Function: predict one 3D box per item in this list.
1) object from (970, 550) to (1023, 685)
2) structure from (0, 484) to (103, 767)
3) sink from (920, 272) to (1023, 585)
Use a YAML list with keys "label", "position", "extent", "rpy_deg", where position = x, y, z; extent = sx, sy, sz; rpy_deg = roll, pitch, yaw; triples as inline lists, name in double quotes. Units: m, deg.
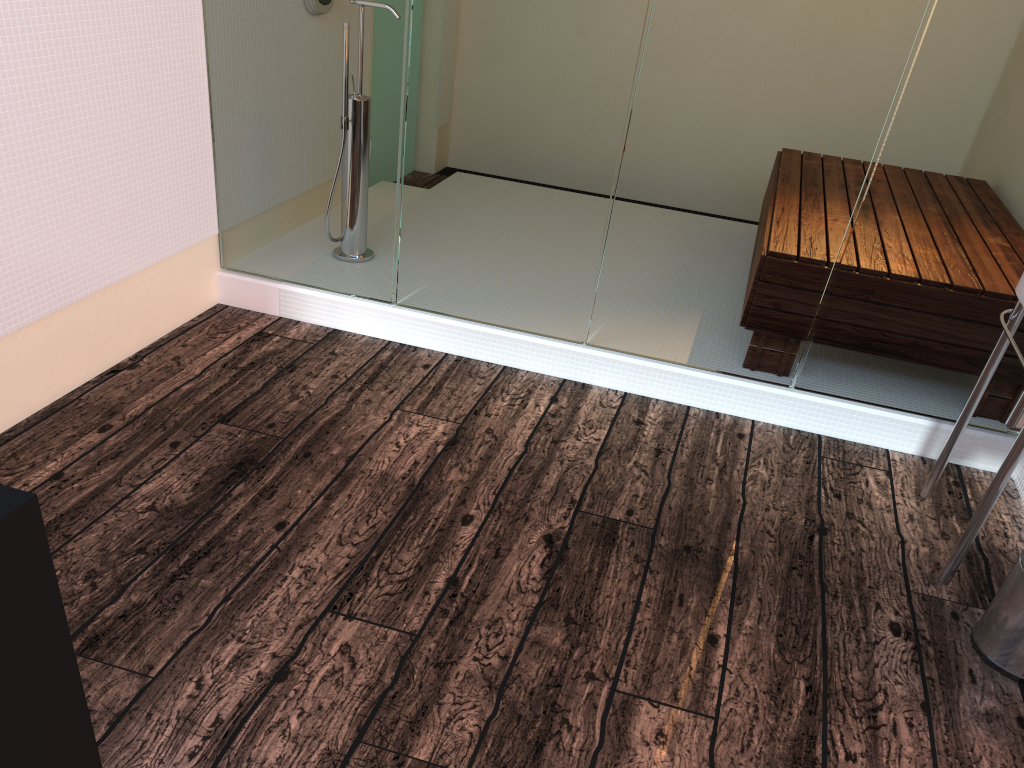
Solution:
- label: "object"
  position: [1.189, 0.557, 1.958]
  extent: [0.222, 0.312, 0.219]
  rpy_deg: [-5, 33, -19]
- label: "structure"
  position: [-1.038, 0.598, 0.847]
  extent: [0.799, 0.876, 0.856]
  rpy_deg: [14, 31, 11]
- label: "sink"
  position: [1.290, 0.145, 2.114]
  extent: [0.345, 0.799, 0.670]
  rpy_deg: [14, 32, 11]
